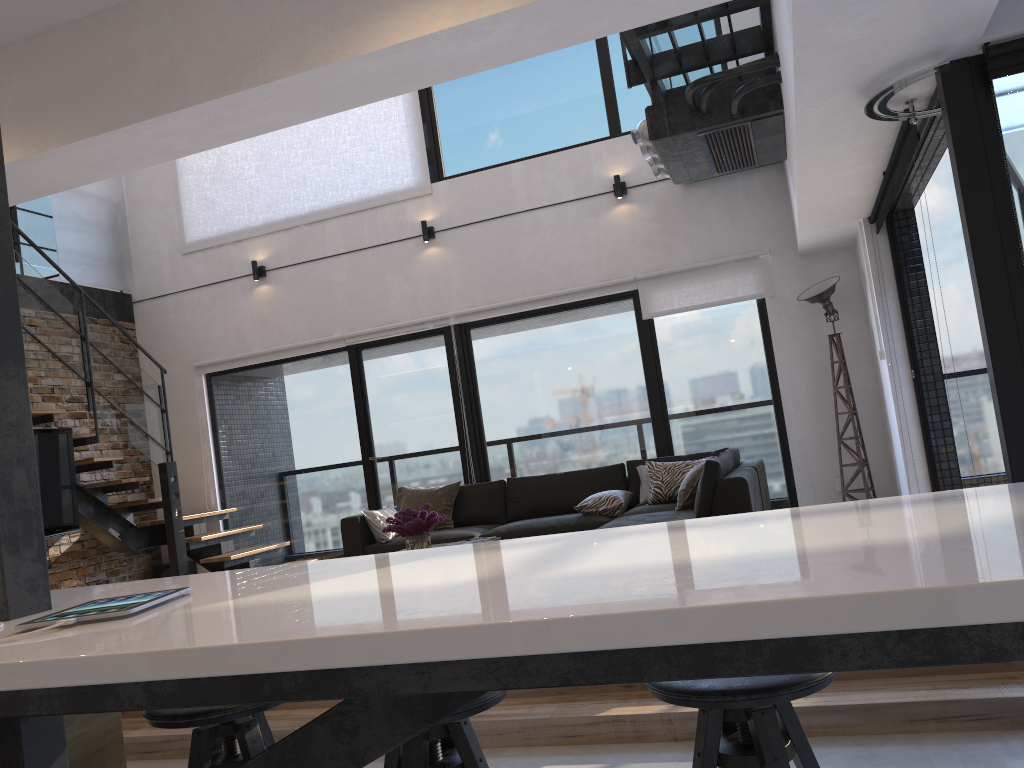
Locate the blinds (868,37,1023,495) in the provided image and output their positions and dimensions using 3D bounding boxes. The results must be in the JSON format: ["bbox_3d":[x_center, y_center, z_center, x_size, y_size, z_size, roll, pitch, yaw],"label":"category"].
[{"bbox_3d":[2.507,-0.232,3.523,1.827,2.050,3.867,-6,-5,-28],"label":"blinds"}]

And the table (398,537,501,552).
[{"bbox_3d":[-0.535,1.186,5.176,0.698,0.350,1.299,-9,-5,18],"label":"table"}]

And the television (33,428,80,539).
[{"bbox_3d":[-3.418,0.699,5.914,0.136,0.782,1.207,-9,-4,18],"label":"television"}]

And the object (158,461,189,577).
[{"bbox_3d":[-2.745,1.238,7.238,0.271,1.205,0.271,-10,-4,23],"label":"object"}]

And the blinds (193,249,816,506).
[{"bbox_3d":[-0.368,0.389,7.526,5.373,2.042,0.096,-10,-4,18],"label":"blinds"}]

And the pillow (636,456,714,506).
[{"bbox_3d":[1.185,0.705,6.394,0.612,0.293,0.235,-10,-4,18],"label":"pillow"}]

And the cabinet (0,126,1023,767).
[{"bbox_3d":[-2.801,0.150,1.471,9.122,2.869,2.474,-10,-4,18],"label":"cabinet"}]

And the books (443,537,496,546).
[{"bbox_3d":[-0.264,1.000,5.623,0.229,0.013,0.295,-12,-6,38],"label":"books"}]

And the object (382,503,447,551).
[{"bbox_3d":[-0.560,0.843,5.212,0.342,0.342,0.375,-10,-4,19],"label":"object"}]

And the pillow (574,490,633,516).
[{"bbox_3d":[0.669,0.861,6.369,0.356,0.177,0.531,-9,-5,16],"label":"pillow"}]

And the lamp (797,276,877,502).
[{"bbox_3d":[1.937,0.193,6.388,1.468,1.825,0.425,-8,-4,3],"label":"lamp"}]

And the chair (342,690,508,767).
[{"bbox_3d":[-0.136,0.928,1.793,0.365,0.629,0.366,-6,-4,-27],"label":"chair"}]

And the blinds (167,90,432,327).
[{"bbox_3d":[-3.345,-2.044,7.572,10.202,2.973,1.997,-8,-4,-4],"label":"blinds"}]

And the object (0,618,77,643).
[{"bbox_3d":[-0.896,0.279,1.396,0.418,0.246,0.214,-12,-5,39],"label":"object"}]

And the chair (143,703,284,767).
[{"bbox_3d":[-0.622,1.016,2.035,0.366,0.629,0.367,-8,-4,-7],"label":"chair"}]

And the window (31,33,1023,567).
[{"bbox_3d":[-1.294,-1.064,6.115,13.407,5.562,5.665,-10,-4,18],"label":"window"}]

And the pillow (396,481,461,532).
[{"bbox_3d":[-0.699,0.984,7.042,0.610,0.382,0.265,-9,-4,18],"label":"pillow"}]

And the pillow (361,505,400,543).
[{"bbox_3d":[-0.937,1.062,6.764,0.212,0.265,0.499,-9,-5,18],"label":"pillow"}]

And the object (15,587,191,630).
[{"bbox_3d":[-0.665,0.372,1.466,0.188,0.013,0.240,-8,-5,3],"label":"object"}]

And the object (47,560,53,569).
[{"bbox_3d":[-3.287,1.233,5.874,0.275,0.058,0.360,-10,-5,18],"label":"object"}]

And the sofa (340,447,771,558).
[{"bbox_3d":[0.020,0.969,5.626,3.046,0.700,3.000,-10,-5,18],"label":"sofa"}]

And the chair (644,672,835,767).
[{"bbox_3d":[0.466,0.830,1.644,0.367,0.629,0.366,-11,-5,33],"label":"chair"}]

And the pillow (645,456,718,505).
[{"bbox_3d":[1.194,0.668,6.227,0.532,0.314,0.250,-10,-4,22],"label":"pillow"}]

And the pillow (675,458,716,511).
[{"bbox_3d":[1.210,0.661,5.795,0.273,0.309,0.547,-9,-4,17],"label":"pillow"}]
